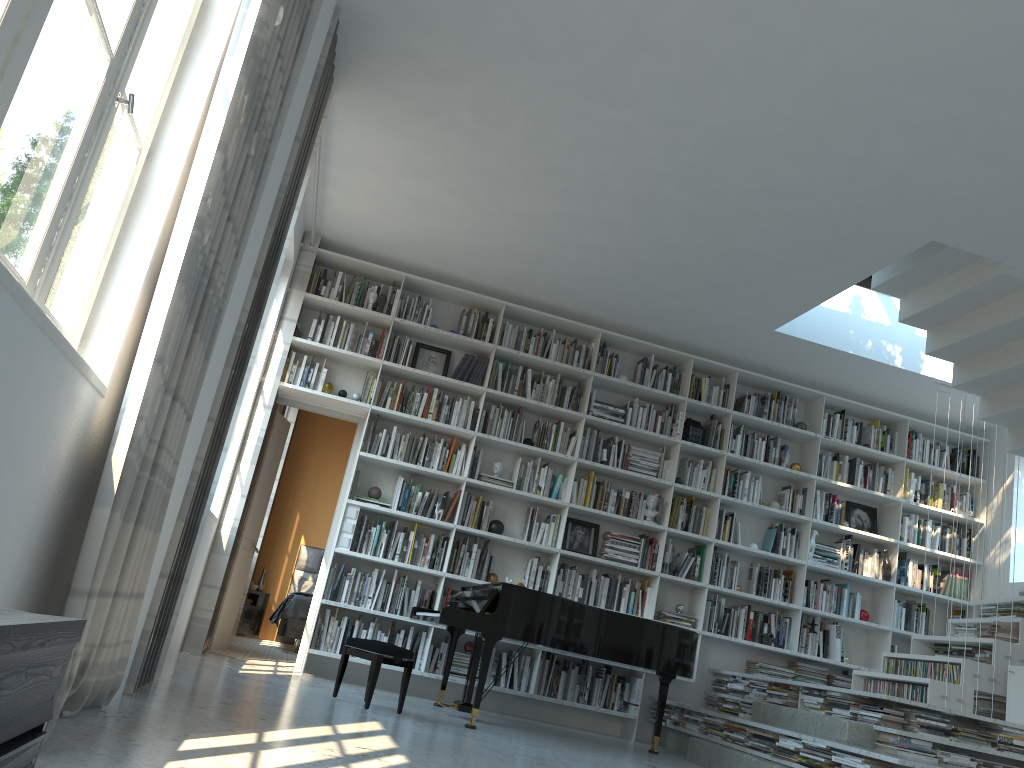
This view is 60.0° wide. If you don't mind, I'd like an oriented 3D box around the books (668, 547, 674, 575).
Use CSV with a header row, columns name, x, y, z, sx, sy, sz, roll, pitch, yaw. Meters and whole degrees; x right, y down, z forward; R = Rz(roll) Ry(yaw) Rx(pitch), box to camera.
name,x,y,z,sx,sy,sz,roll,pitch,yaw
books,1.279,1.465,7.280,0.035,0.247,0.141,15,-16,-10

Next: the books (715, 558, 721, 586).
name,x,y,z,sx,sy,sz,roll,pitch,yaw
books,1.667,1.564,7.335,0.013,0.248,0.165,15,-16,-10

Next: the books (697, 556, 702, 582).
name,x,y,z,sx,sy,sz,roll,pitch,yaw
books,1.509,1.533,7.306,0.021,0.226,0.148,15,-16,-10

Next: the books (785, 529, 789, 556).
name,x,y,z,sx,sy,sz,roll,pitch,yaw
books,2.295,1.364,7.542,0.015,0.258,0.152,15,-16,-10

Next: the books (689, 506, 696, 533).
name,x,y,z,sx,sy,sz,roll,pitch,yaw
books,1.468,1.147,7.393,0.033,0.252,0.175,15,-16,-10

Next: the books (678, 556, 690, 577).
name,x,y,z,sx,sy,sz,roll,pitch,yaw
books,1.381,1.511,7.288,0.090,0.211,0.143,15,-16,-10

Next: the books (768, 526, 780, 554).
name,x,y,z,sx,sy,sz,roll,pitch,yaw
books,2.216,1.341,7.532,0.021,0.263,0.174,15,-16,-10

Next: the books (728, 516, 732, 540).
name,x,y,z,sx,sy,sz,roll,pitch,yaw
books,1.793,1.240,7.456,0.017,0.242,0.133,15,-16,-10

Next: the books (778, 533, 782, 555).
name,x,y,z,sx,sy,sz,roll,pitch,yaw
books,2.232,1.371,7.522,0.006,0.209,0.188,15,-16,-10

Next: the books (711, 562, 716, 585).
name,x,y,z,sx,sy,sz,roll,pitch,yaw
books,1.629,1.579,7.335,0.013,0.204,0.154,15,-16,-10

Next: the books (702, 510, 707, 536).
name,x,y,z,sx,sy,sz,roll,pitch,yaw
books,1.575,1.182,7.425,0.019,0.247,0.149,15,-16,-10

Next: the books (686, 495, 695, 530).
name,x,y,z,sx,sy,sz,roll,pitch,yaw
books,1.460,1.101,7.398,0.021,0.336,0.169,15,-16,-10

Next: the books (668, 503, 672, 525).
name,x,y,z,sx,sy,sz,roll,pitch,yaw
books,1.273,1.103,7.375,0.013,0.246,0.177,15,-16,-10

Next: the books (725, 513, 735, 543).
name,x,y,z,sx,sy,sz,roll,pitch,yaw
books,1.809,1.228,7.453,0.006,0.269,0.179,15,-16,-10

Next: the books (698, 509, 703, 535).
name,x,y,z,sx,sy,sz,roll,pitch,yaw
books,1.536,1.172,7.407,0.028,0.239,0.146,15,-16,-10

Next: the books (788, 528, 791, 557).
name,x,y,z,sx,sy,sz,roll,pitch,yaw
books,2.325,1.367,7.558,0.032,0.274,0.155,15,-16,-10

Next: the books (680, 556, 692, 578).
name,x,y,z,sx,sy,sz,roll,pitch,yaw
books,1.398,1.516,7.299,0.090,0.214,0.139,15,-16,-10

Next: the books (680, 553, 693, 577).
name,x,y,z,sx,sy,sz,roll,pitch,yaw
books,1.399,1.501,7.293,0.094,0.238,0.150,15,-16,-10

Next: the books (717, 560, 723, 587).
name,x,y,z,sx,sy,sz,roll,pitch,yaw
books,1.678,1.575,7.324,0.011,0.225,0.188,15,-16,-10

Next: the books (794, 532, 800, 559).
name,x,y,z,sx,sy,sz,roll,pitch,yaw
books,2.385,1.388,7.548,0.011,0.252,0.169,15,-16,-10

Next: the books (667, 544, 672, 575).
name,x,y,z,sx,sy,sz,roll,pitch,yaw
books,1.258,1.451,7.278,0.012,0.265,0.158,15,-16,-10

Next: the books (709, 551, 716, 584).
name,x,y,z,sx,sy,sz,roll,pitch,yaw
books,1.619,1.530,7.338,0.018,0.294,0.178,15,-16,-10

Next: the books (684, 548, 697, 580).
name,x,y,z,sx,sy,sz,roll,pitch,yaw
books,1.468,1.496,7.315,0.013,0.285,0.139,15,-16,-10

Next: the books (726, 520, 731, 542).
name,x,y,z,sx,sy,sz,roll,pitch,yaw
books,1.782,1.249,7.438,0.007,0.211,0.158,15,-16,-10

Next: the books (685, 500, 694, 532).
name,x,y,z,sx,sy,sz,roll,pitch,yaw
books,1.448,1.115,7.372,0.019,0.292,0.182,15,-16,-10

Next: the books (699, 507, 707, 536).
name,x,y,z,sx,sy,sz,roll,pitch,yaw
books,1.563,1.165,7.410,0.032,0.265,0.143,15,-16,-10

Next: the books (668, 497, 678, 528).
name,x,y,z,sx,sy,sz,roll,pitch,yaw
books,1.312,1.083,7.362,0.035,0.292,0.145,15,-16,-10

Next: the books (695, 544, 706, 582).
name,x,y,z,sx,sy,sz,roll,pitch,yaw
books,1.536,1.491,7.320,0.014,0.324,0.183,15,-16,-10

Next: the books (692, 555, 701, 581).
name,x,y,z,sx,sy,sz,roll,pitch,yaw
books,1.487,1.526,7.290,0.029,0.222,0.171,15,-16,-10

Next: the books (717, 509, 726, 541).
name,x,y,z,sx,sy,sz,roll,pitch,yaw
books,1.720,1.194,7.418,0.013,0.278,0.192,15,-16,-10

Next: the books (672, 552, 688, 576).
name,x,y,z,sx,sy,sz,roll,pitch,yaw
books,1.346,1.487,7.263,0.095,0.227,0.190,15,-16,-10

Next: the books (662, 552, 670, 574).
name,x,y,z,sx,sy,sz,roll,pitch,yaw
books,1.226,1.471,7.239,0.027,0.191,0.183,15,-16,-10

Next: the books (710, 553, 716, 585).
name,x,y,z,sx,sy,sz,roll,pitch,yaw
books,1.630,1.539,7.337,0.006,0.280,0.155,15,-16,-10

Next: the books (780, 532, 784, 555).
name,x,y,z,sx,sy,sz,roll,pitch,yaw
books,2.242,1.369,7.525,0.013,0.218,0.187,15,-16,-10

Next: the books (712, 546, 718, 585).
name,x,y,z,sx,sy,sz,roll,pitch,yaw
books,1.650,1.520,7.364,0.007,0.341,0.150,15,-16,-10

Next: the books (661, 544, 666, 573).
name,x,y,z,sx,sy,sz,roll,pitch,yaw
books,1.201,1.440,7.261,0.028,0.252,0.143,15,-16,-10

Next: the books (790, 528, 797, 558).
name,x,y,z,sx,sy,sz,roll,pitch,yaw
books,2.352,1.368,7.541,0.012,0.272,0.184,15,-16,-10

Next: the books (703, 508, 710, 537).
name,x,y,z,sx,sy,sz,roll,pitch,yaw
books,1.596,1.176,7.429,0.033,0.268,0.142,15,-16,-10

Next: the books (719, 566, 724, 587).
name,x,y,z,sx,sy,sz,roll,pitch,yaw
books,1.696,1.602,7.330,0.013,0.186,0.184,15,-16,-10

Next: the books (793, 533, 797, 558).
name,x,y,z,sx,sy,sz,roll,pitch,yaw
books,2.368,1.393,7.562,0.013,0.244,0.159,15,-16,-10

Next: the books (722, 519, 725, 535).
name,x,y,z,sx,sy,sz,roll,pitch,yaw
books,1.737,1.218,7.447,0.013,0.255,0.145,15,-16,-10

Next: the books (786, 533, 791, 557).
name,x,y,z,sx,sy,sz,roll,pitch,yaw
books,2.306,1.382,7.533,0.012,0.223,0.178,15,-16,-10

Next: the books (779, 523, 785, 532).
name,x,y,z,sx,sy,sz,roll,pitch,yaw
books,2.259,1.340,7.553,0.013,0.294,0.154,15,-16,-10

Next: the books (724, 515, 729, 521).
name,x,y,z,sx,sy,sz,roll,pitch,yaw
books,1.763,1.231,7.446,0.008,0.241,0.169,15,-16,-10

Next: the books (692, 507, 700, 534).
name,x,y,z,sx,sy,sz,roll,pitch,yaw
books,1.495,1.152,7.372,0.027,0.241,0.189,15,-16,-10

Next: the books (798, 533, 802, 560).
name,x,y,z,sx,sy,sz,roll,pitch,yaw
books,2.414,1.402,7.559,0.010,0.245,0.159,15,-16,-10

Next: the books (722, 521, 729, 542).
name,x,y,z,sx,sy,sz,roll,pitch,yaw
books,1.752,1.245,7.412,0.017,0.191,0.192,15,-16,-10

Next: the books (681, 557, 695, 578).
name,x,y,z,sx,sy,sz,roll,pitch,yaw
books,1.412,1.523,7.290,0.091,0.204,0.169,15,-16,-10

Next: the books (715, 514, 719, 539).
name,x,y,z,sx,sy,sz,roll,pitch,yaw
books,1.674,1.182,7.426,0.035,0.287,0.192,15,-16,-10

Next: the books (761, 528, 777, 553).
name,x,y,z,sx,sy,sz,roll,pitch,yaw
books,2.177,1.345,7.528,0.056,0.240,0.154,15,-16,-10

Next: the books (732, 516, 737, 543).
name,x,y,z,sx,sy,sz,roll,pitch,yaw
books,1.840,1.248,7.470,0.007,0.253,0.161,15,-16,-10

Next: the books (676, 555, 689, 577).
name,x,y,z,sx,sy,sz,roll,pitch,yaw
books,1.359,1.501,7.268,0.089,0.209,0.176,15,-16,-10

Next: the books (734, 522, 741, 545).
name,x,y,z,sx,sy,sz,roll,pitch,yaw
books,1.870,1.271,7.443,0.051,0.209,0.177,15,-16,-10

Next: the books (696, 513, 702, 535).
name,x,y,z,sx,sy,sz,roll,pitch,yaw
books,1.513,1.178,7.379,0.034,0.203,0.181,15,-16,-10

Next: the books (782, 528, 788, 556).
name,x,y,z,sx,sy,sz,roll,pitch,yaw
books,2.280,1.358,7.539,0.018,0.262,0.165,15,-16,-10

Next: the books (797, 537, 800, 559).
name,x,y,z,sx,sy,sz,roll,pitch,yaw
books,2.393,1.415,7.561,0.023,0.211,0.164,15,-16,-10

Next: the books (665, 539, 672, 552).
name,x,y,z,sx,sy,sz,roll,pitch,yaw
books,1.253,1.426,7.272,0.013,0.306,0.141,15,-16,-10

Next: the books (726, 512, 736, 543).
name,x,y,z,sx,sy,sz,roll,pitch,yaw
books,1.824,1.225,7.463,0.013,0.286,0.159,15,-16,-10

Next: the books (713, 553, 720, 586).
name,x,y,z,sx,sy,sz,roll,pitch,yaw
books,1.662,1.544,7.336,0.005,0.283,0.159,15,-16,-10
